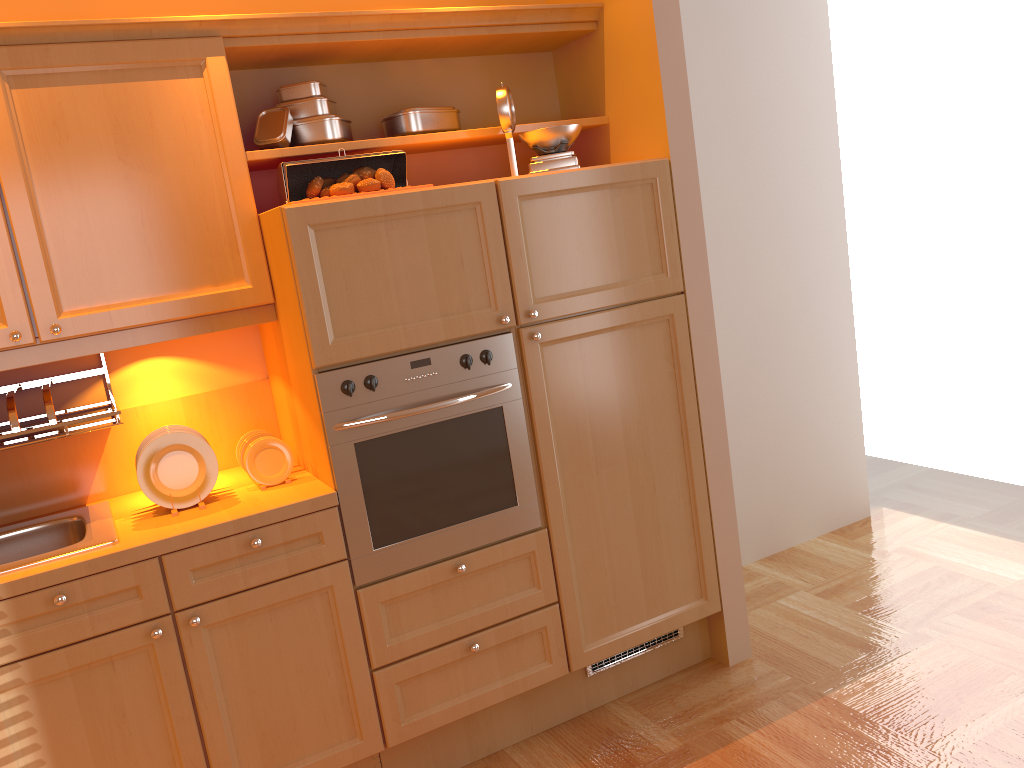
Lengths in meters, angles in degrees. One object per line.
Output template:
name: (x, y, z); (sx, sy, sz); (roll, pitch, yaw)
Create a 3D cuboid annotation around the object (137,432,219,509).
object: (-0.891, 0.230, 2.366); (0.205, 0.200, 0.049); (-13, 11, -24)

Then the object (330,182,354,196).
object: (-0.460, -0.526, 2.397); (0.066, 0.034, 0.069); (-10, 10, -7)

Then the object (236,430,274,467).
object: (-0.747, 0.201, 2.621); (0.133, 0.129, 0.037); (-13, 11, -23)

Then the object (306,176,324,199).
object: (-0.541, -0.536, 2.438); (0.055, 0.064, 0.069); (-13, 11, -21)

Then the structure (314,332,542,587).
structure: (-0.202, 0.200, 2.434); (0.576, 0.583, 0.066); (-14, 11, -25)

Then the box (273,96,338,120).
box: (-0.617, -0.812, 2.660); (0.177, 0.066, 0.124); (-7, 10, 10)

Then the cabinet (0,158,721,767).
cabinet: (-0.837, 0.424, 2.465); (3.000, 1.700, 0.625); (-14, 11, -25)

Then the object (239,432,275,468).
object: (-0.723, 0.206, 2.572); (0.133, 0.129, 0.037); (-14, 11, -25)

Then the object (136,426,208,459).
object: (-0.936, 0.219, 2.467); (0.205, 0.200, 0.049); (-13, 11, -24)

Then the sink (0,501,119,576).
sink: (-1.384, 0.451, 2.199); (0.746, 0.336, 0.465); (-14, 11, -25)

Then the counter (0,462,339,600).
counter: (-1.383, 0.463, 2.203); (1.800, 0.038, 0.600); (-14, 11, -25)

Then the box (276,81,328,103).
box: (-0.625, -0.865, 2.650); (0.140, 0.052, 0.098); (-7, 10, 10)

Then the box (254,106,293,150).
box: (-0.683, -0.731, 2.547); (0.098, 0.129, 0.117); (-7, 10, 10)

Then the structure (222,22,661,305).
structure: (-1.045, -0.597, 1.597); (1.061, 1.148, 4.091); (-1, 13, 37)

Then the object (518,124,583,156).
object: (0.121, -0.729, 2.685); (0.199, 0.075, 0.199); (-2, 12, 33)

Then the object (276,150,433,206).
object: (-0.462, -0.572, 2.472); (0.400, 0.123, 0.280); (-13, 11, -25)

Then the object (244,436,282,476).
object: (-0.687, 0.214, 2.498); (0.133, 0.129, 0.037); (-14, 11, -25)

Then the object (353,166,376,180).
object: (-0.411, -0.588, 2.485); (0.063, 0.047, 0.061); (-5, 11, 22)

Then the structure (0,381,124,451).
structure: (-1.501, 0.128, 2.278); (0.900, 0.126, 0.300); (-14, 11, -25)

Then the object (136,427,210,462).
object: (-0.925, 0.221, 2.442); (0.205, 0.200, 0.049); (-13, 11, -24)

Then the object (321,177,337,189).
object: (-0.517, -0.550, 2.496); (0.069, 0.061, 0.037); (-18, 14, -42)

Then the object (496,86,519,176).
object: (-0.007, -0.764, 2.694); (0.039, 0.271, 0.134); (-7, 10, 8)

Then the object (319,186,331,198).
object: (-0.502, -0.530, 2.448); (0.067, 0.035, 0.068); (-6, 10, 14)

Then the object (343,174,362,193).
object: (-0.443, -0.551, 2.453); (0.065, 0.056, 0.056); (-18, 13, -41)

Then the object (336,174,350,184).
object: (-0.464, -0.559, 2.498); (0.066, 0.063, 0.061); (-12, 11, -19)

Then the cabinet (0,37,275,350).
cabinet: (-1.575, -0.398, 2.169); (1.792, 0.712, 0.332); (-14, 11, -25)

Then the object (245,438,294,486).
object: (-0.675, 0.216, 2.473); (0.133, 0.129, 0.037); (-14, 11, -25)

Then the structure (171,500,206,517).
structure: (-0.894, 0.323, 2.431); (0.084, 0.010, 0.219); (-13, 11, -22)

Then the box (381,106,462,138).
box: (-0.285, -0.822, 2.822); (0.169, 0.090, 0.242); (1, 14, 44)

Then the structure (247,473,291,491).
structure: (-0.702, 0.270, 2.559); (0.084, 0.010, 0.219); (-13, 11, -24)

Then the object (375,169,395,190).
object: (-0.351, -0.567, 2.461); (0.045, 0.064, 0.066); (-4, 11, 25)

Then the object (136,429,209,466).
object: (-0.913, 0.224, 2.416); (0.205, 0.200, 0.049); (-13, 11, -24)

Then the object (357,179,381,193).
object: (-0.391, -0.543, 2.425); (0.065, 0.036, 0.062); (-11, 10, -13)

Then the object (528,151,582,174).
object: (0.130, -0.667, 2.696); (0.156, 0.053, 0.179); (-7, 10, 8)

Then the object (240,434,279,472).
object: (-0.711, 0.209, 2.547); (0.133, 0.129, 0.037); (-14, 11, -25)

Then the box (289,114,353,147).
box: (-0.607, -0.745, 2.672); (0.242, 0.090, 0.169); (-7, 10, 10)

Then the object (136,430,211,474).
object: (-0.902, 0.227, 2.391); (0.205, 0.200, 0.049); (-13, 11, -24)

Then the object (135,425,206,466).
object: (-0.948, 0.216, 2.493); (0.205, 0.200, 0.049); (-13, 11, -24)

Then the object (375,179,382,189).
object: (-0.384, -0.555, 2.483); (0.065, 0.036, 0.062); (-13, 11, -22)
